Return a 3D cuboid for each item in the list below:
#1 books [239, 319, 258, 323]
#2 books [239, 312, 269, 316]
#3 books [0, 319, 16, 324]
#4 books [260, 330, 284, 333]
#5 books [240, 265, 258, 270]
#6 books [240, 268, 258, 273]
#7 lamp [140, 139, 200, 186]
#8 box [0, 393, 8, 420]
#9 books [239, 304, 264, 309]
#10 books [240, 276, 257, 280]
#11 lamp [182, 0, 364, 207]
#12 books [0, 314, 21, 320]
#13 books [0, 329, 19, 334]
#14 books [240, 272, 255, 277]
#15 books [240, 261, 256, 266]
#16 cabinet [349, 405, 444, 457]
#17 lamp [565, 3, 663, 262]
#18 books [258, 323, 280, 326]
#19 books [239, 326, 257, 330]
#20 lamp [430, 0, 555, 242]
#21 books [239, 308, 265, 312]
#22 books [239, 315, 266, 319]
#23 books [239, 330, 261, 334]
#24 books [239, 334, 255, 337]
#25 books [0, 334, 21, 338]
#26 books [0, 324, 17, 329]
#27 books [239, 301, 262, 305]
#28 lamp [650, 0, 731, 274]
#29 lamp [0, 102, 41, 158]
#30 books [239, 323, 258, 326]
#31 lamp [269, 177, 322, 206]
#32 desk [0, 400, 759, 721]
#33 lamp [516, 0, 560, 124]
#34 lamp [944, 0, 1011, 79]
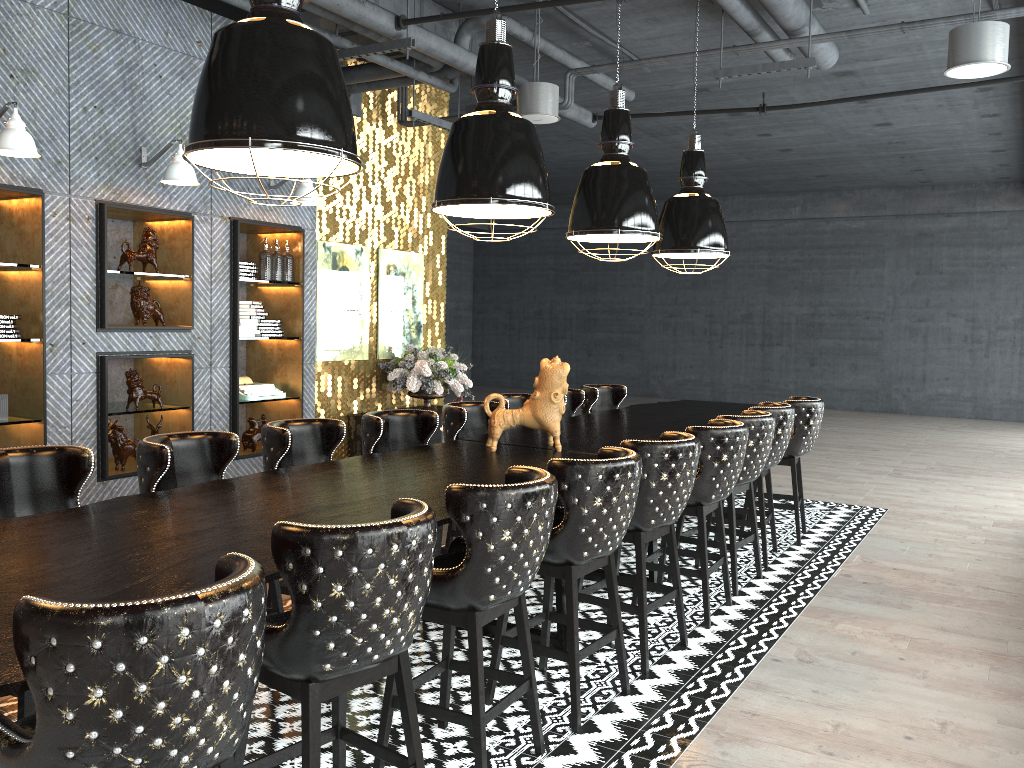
[{"bbox_3d":[-2.139,-0.495,6.912,0.245,0.028,0.193,3,5,28],"label":"books"},{"bbox_3d":[-2.063,-0.556,7.017,0.193,0.028,0.246,2,4,7],"label":"books"},{"bbox_3d":[-3.149,-0.375,5.308,0.193,0.028,0.245,3,4,20],"label":"books"},{"bbox_3d":[-2.011,-0.427,7.194,0.193,0.028,0.245,5,6,43],"label":"books"},{"bbox_3d":[-2.148,-0.913,6.933,0.193,0.028,0.245,4,5,30],"label":"books"},{"bbox_3d":[-2.145,-0.884,6.921,0.193,0.028,0.245,4,5,32],"label":"books"},{"bbox_3d":[-2.255,-1.468,5.893,0.244,0.287,0.490,-2,5,-43],"label":"lamp"},{"bbox_3d":[-3.218,0.067,5.211,0.323,0.315,0.419,4,4,30],"label":"box"},{"bbox_3d":[-2.104,-0.613,7.013,0.193,0.028,0.245,2,4,11],"label":"books"},{"bbox_3d":[-2.155,-0.828,6.928,0.193,0.028,0.245,4,5,35],"label":"books"},{"bbox_3d":[-0.817,-1.792,3.087,0.621,2.301,0.622,0,4,-14],"label":"lamp"},{"bbox_3d":[-3.137,-0.405,5.344,0.193,0.028,0.245,3,5,25],"label":"books"},{"bbox_3d":[-3.112,-0.317,5.297,0.193,0.028,0.245,5,5,41],"label":"books"},{"bbox_3d":[-2.161,-0.854,6.897,0.193,0.028,0.245,4,5,34],"label":"books"},{"bbox_3d":[-2.158,-0.940,6.913,0.193,0.028,0.245,4,5,33],"label":"books"},{"bbox_3d":[-0.913,0.636,8.672,0.710,0.737,1.386,4,5,30],"label":"cabinet"},{"bbox_3d":[0.670,-1.937,5.597,0.621,2.301,0.622,0,4,-14],"label":"lamp"},{"bbox_3d":[-2.037,-0.483,7.184,0.193,0.028,0.245,4,5,36],"label":"books"},{"bbox_3d":[-2.149,-0.439,6.920,0.245,0.028,0.193,4,5,32],"label":"books"},{"bbox_3d":[-0.073,-1.864,4.342,0.621,2.301,0.622,0,4,-14],"label":"lamp"},{"bbox_3d":[-2.094,-0.587,7.045,0.193,0.028,0.246,1,4,1],"label":"books"},{"bbox_3d":[-2.108,-0.532,7.056,0.193,0.028,0.245,2,4,14],"label":"books"},{"bbox_3d":[-2.106,-0.410,6.930,0.193,0.028,0.245,-2,5,-38],"label":"books"},{"bbox_3d":[-2.160,-0.384,6.940,0.193,0.028,0.245,-3,6,-44],"label":"books"},{"bbox_3d":[-3.128,-0.291,5.331,0.193,0.028,0.245,4,5,34],"label":"books"},{"bbox_3d":[-3.156,-0.349,5.336,0.193,0.028,0.245,3,5,26],"label":"books"},{"bbox_3d":[-2.108,-0.642,7.014,0.193,0.028,0.246,1,4,2],"label":"books"},{"bbox_3d":[1.414,-2.009,6.852,0.621,2.301,0.622,0,4,-14],"label":"lamp"},{"bbox_3d":[-2.810,-1.416,4.957,0.244,0.287,0.490,-2,5,-43],"label":"lamp"},{"bbox_3d":[-2.141,-0.466,6.914,0.245,0.028,0.193,3,4,25],"label":"books"},{"bbox_3d":[-1.663,-1.536,6.891,0.244,0.287,0.490,-2,5,-43],"label":"lamp"},{"bbox_3d":[0.182,0.828,4.989,1.434,0.926,7.597,4,5,30],"label":"desk"},{"bbox_3d":[0.220,-2.695,7.272,0.382,1.045,0.380,4,5,41],"label":"lamp"},{"bbox_3d":[2.984,-2.509,5.642,0.382,1.029,0.380,3,4,20],"label":"lamp"}]
